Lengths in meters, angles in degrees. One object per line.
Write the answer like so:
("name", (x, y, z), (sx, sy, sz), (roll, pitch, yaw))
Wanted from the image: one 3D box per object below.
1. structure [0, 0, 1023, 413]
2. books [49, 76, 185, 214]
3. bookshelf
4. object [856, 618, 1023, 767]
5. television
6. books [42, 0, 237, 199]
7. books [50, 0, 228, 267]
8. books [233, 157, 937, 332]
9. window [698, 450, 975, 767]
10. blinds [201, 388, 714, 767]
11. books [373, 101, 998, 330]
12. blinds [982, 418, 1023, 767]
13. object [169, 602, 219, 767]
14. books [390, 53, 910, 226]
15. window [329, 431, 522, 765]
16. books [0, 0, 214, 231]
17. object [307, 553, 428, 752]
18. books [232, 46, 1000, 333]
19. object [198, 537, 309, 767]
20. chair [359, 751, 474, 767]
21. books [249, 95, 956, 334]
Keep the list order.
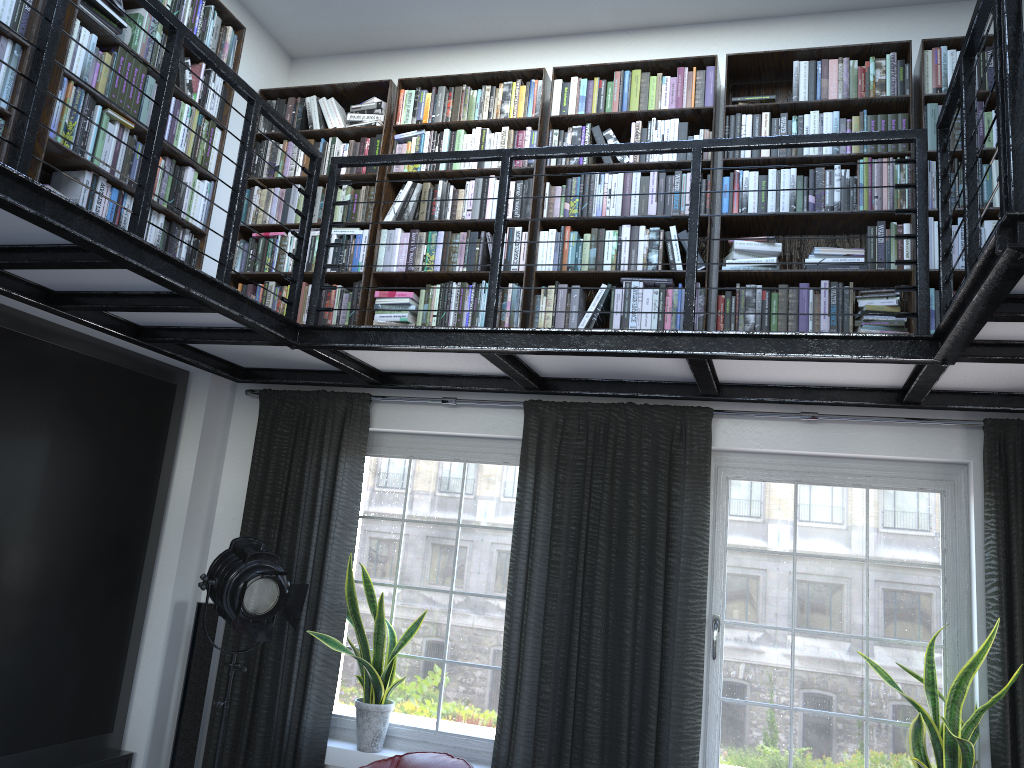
("structure", (-0.174, 0.318, 2.148), (4.490, 3.382, 4.576), (2, -12, 17))
("books", (0.269, -1.187, 3.366), (4.385, 1.416, 1.160), (2, -13, 17))
("bookshelf", (0.204, -1.147, 3.236), (4.477, 1.630, 3.062), (2, -12, 17))
("object", (1.721, 1.404, 3.585), (0.553, 0.947, 0.521), (4, -13, 6))
("television", (-2.348, 0.764, 3.053), (0.117, 2.447, 3.324), (1, -13, 17))
("books", (-1.903, -1.387, 3.476), (0.315, 1.435, 2.188), (1, -12, 18))
("books", (0.100, -1.301, 2.872), (4.378, 1.420, 2.186), (2, -12, 17))
("books", (0.440, -1.039, 4.077), (4.437, 1.441, 1.274), (2, -13, 19))
("window", (1.449, 1.130, 4.038), (1.167, 1.619, 0.132), (2, -14, 17))
("blinds", (-0.344, 1.221, 4.330), (2.509, 2.406, 0.124), (2, -14, 17))
("books", (0.939, -0.768, 4.389), (3.393, 1.131, 0.238), (2, -14, 17))
("blinds", (2.236, 1.169, 2.814), (0.527, 2.400, 1.735), (6, -12, 0))
("object", (-1.657, 1.738, 4.486), (0.157, 1.231, 0.156), (-3, -16, 32))
("books", (0.618, -1.209, 4.598), (2.638, 0.834, 0.211), (2, -14, 17))
("window", (-0.465, 1.062, 4.636), (1.167, 1.619, 0.132), (2, -14, 17))
("books", (0.164, -1.108, 3.125), (4.337, 1.149, 1.585), (2, -12, 17))
("object", (-0.817, 1.319, 4.402), (0.553, 0.947, 0.521), (-1, -14, 28))
("books", (0.593, -0.931, 4.523), (4.437, 1.424, 0.225), (2, -14, 17))
("object", (-0.162, 1.587, 3.917), (2.906, 1.592, 0.747), (5, -13, 2))
("chair", (-0.571, 1.953, 3.687), (0.828, 0.717, 0.826), (10, -13, -20))
("books", (0.590, -0.921, 4.516), (4.443, 1.408, 0.240), (2, -14, 18))
